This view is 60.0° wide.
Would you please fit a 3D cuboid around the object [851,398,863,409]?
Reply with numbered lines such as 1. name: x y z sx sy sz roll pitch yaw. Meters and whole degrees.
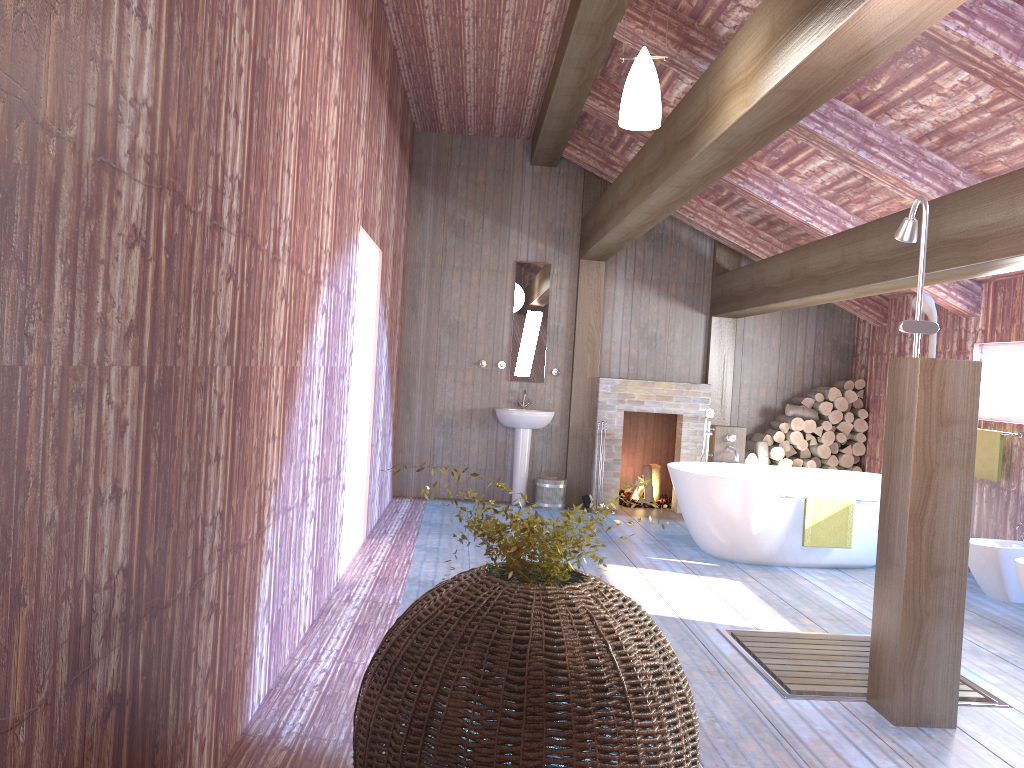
1. object: 3.401 0.187 8.860 0.107 0.115 0.269 3 1 -2

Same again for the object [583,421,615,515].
1. object: 0.827 0.800 8.627 0.276 0.888 0.333 4 1 39

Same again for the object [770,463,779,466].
1. object: 2.508 0.862 8.810 0.155 0.174 0.483 3 1 -5

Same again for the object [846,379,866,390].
1. object: 3.417 0.006 8.858 0.112 0.113 0.271 3 1 -3

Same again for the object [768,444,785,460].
1. object: 2.555 0.662 8.784 0.138 0.147 0.440 3 1 -3

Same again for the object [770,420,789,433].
1. object: 2.655 0.423 8.793 0.106 0.112 0.282 3 1 -2

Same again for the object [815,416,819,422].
1. object: 2.969 0.328 8.899 0.121 0.124 0.291 3 1 -2

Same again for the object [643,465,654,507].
1. object: 1.420 1.064 9.234 0.098 0.434 0.283 3 1 -5

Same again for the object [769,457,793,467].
1. object: 2.635 0.776 8.806 0.139 0.148 0.458 3 1 -3

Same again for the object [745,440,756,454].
1. object: 2.430 0.628 8.886 0.108 0.113 0.302 3 1 -3

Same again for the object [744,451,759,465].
1. object: 2.295 0.728 8.781 0.139 0.137 0.455 3 1 -5

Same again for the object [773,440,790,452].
1. object: 2.647 0.602 8.797 0.111 0.113 0.301 3 1 -4

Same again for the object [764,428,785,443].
1. object: 2.596 0.510 8.776 0.115 0.123 0.291 3 1 -2

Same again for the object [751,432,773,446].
1. object: 2.487 0.548 8.819 0.114 0.113 0.301 3 1 -5

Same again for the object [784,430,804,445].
1. object: 2.734 0.517 8.789 0.141 0.143 0.437 3 1 -5

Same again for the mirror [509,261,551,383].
1. mirror: 0.183 -0.617 8.873 0.350 1.199 0.009 3 1 -3

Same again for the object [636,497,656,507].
1. object: 1.402 1.227 9.245 0.085 0.084 0.278 4 1 43

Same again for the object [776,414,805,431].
1. object: 2.754 0.381 8.793 0.135 0.145 0.439 3 1 -3

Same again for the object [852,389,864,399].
1. object: 3.414 0.091 8.875 0.081 0.100 0.281 3 1 -3

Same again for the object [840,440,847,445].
1. object: 3.256 0.563 8.811 0.067 0.069 0.177 3 1 -3

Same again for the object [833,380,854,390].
1. object: 3.309 0.023 8.851 0.104 0.121 0.270 3 1 -2

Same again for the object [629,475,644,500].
1. object: 1.353 1.114 9.396 0.221 0.306 0.121 4 1 24

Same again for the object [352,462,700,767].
1. object: 0.053 0.774 2.516 0.972 1.073 0.970 3 1 -23

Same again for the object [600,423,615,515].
1. object: 0.906 0.808 8.567 0.206 0.871 0.126 4 1 40

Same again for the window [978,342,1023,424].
1. window: 3.679 -0.006 6.256 0.054 0.587 1.255 3 1 -2

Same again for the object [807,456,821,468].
1. object: 2.989 0.774 8.910 0.116 0.118 0.289 3 1 -5

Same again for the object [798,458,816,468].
1. object: 2.882 0.779 8.804 0.098 0.100 0.437 3 1 -5

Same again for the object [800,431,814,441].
1. object: 2.904 0.515 8.800 0.088 0.092 0.280 3 1 -2

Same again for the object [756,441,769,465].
1. object: 2.432 0.700 8.606 0.147 0.298 0.109 3 1 0

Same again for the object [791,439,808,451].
1. object: 2.827 0.587 8.794 0.115 0.123 0.291 3 1 -2

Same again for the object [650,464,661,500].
1. object: 1.515 1.081 9.468 0.140 0.459 0.266 4 1 14

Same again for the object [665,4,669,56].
1. object: 1.534 -0.306 6.298 0.258 3.264 5.569 4 1 18

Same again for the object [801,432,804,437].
1. object: 2.830 0.502 8.780 0.057 0.061 0.156 3 1 -4

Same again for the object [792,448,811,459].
1. object: 2.888 0.682 8.902 0.104 0.127 0.321 3 1 -3

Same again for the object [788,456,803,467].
1. object: 2.779 0.776 8.802 0.114 0.120 0.303 3 1 -2

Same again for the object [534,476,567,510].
1. object: 0.379 1.069 8.684 0.309 0.290 0.308 4 1 7

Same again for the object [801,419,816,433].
1. object: 2.868 0.402 8.800 0.138 0.147 0.440 3 1 -3

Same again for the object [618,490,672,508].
1. object: 1.401 1.236 9.556 0.829 0.085 0.935 3 1 -21

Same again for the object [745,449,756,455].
1. object: 2.384 0.708 8.883 0.099 0.093 0.280 3 1 -2

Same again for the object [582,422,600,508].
1. object: 0.760 0.787 8.571 0.136 0.846 0.062 3 1 -22

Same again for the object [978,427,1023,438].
1. object: 3.510 0.351 6.476 0.091 0.043 0.581 3 1 -3

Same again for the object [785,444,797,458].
1. object: 2.740 0.658 8.891 0.128 0.150 0.323 3 1 -3
